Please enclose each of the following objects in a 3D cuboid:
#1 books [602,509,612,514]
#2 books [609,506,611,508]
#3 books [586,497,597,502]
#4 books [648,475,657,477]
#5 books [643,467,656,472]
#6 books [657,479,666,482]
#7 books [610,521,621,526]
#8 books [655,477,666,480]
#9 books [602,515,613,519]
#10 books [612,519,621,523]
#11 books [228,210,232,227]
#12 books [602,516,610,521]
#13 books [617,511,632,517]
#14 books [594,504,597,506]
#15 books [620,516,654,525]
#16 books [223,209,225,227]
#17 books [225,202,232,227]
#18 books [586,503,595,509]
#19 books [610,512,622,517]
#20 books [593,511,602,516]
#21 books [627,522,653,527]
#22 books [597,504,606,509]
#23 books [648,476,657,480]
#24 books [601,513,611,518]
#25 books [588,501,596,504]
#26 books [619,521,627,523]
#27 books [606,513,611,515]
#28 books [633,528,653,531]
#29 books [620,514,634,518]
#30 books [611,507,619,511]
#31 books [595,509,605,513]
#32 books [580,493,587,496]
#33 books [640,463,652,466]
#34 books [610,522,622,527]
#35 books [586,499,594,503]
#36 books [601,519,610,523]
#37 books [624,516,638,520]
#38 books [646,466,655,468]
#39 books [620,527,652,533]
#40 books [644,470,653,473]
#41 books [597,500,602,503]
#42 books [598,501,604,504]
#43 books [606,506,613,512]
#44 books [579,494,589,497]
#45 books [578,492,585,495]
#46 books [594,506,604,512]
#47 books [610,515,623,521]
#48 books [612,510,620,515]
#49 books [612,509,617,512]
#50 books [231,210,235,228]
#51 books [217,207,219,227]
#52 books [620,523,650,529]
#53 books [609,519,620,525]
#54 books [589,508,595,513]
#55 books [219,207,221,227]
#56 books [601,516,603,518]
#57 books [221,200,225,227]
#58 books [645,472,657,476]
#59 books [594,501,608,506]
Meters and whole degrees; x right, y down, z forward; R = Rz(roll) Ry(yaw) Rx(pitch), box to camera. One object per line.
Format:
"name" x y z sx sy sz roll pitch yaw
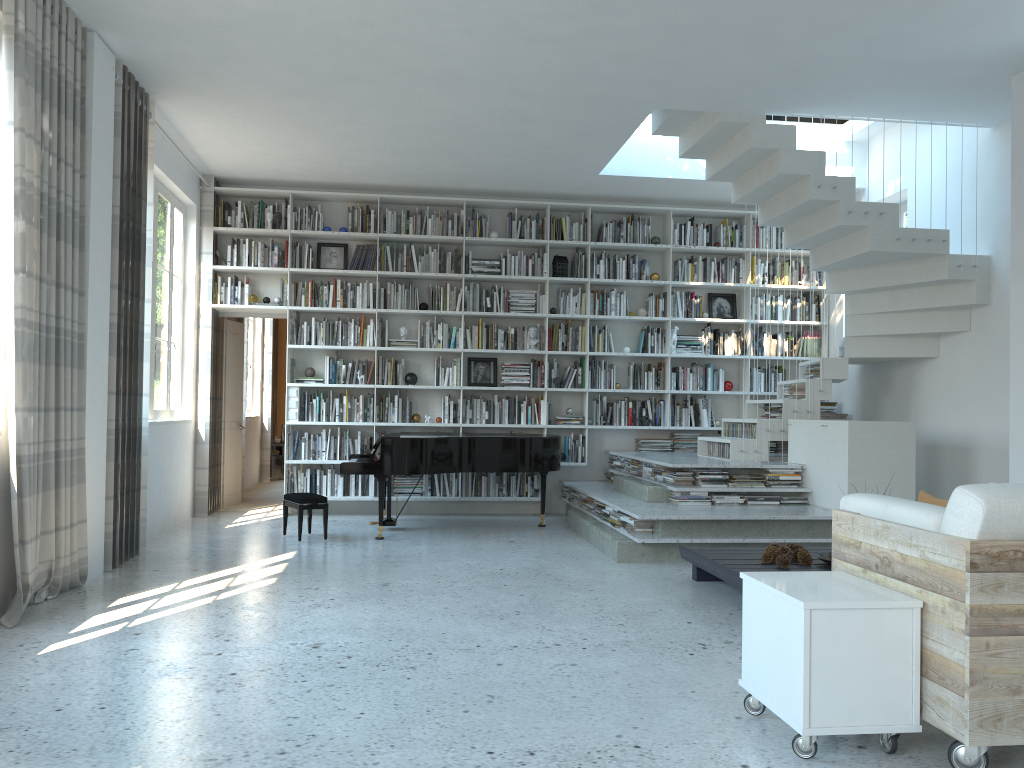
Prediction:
"books" 0.833 1.017 7.068 0.180 0.017 0.182 1 -2 -10
"books" 0.846 0.975 7.070 0.139 0.013 0.288 1 -2 -2
"books" 0.755 0.999 7.679 0.179 0.012 0.249 1 -2 -10
"books" 1.282 0.800 7.713 0.136 0.013 0.258 1 -2 -7
"books" 1.260 0.740 7.711 0.174 0.029 0.250 1 -2 -9
"books" 1.307 0.804 7.408 0.142 0.020 0.231 1 -2 -2
"books" 0.870 1.062 6.769 0.178 0.009 0.276 1 -2 -9
"books" 1.304 0.791 7.407 0.154 0.007 0.292 1 -2 -4
"books" 0.834 1.059 7.068 0.180 0.008 0.267 1 -2 -8
"books" 0.879 1.049 6.770 0.170 0.006 0.268 1 -2 -7
"books" -2.731 -1.576 8.618 0.028 0.186 0.182 1 -1 -7
"books" 0.838 1.075 7.068 0.171 0.005 0.297 1 -2 -8
"books" 0.899 0.947 6.467 0.192 0.014 0.256 1 -2 -11
"books" 0.770 1.033 7.681 0.155 0.009 0.297 1 -2 -6
"books" 0.912 0.993 6.468 0.156 0.027 0.287 1 -2 -12
"books" -2.782 -1.581 8.616 0.024 0.195 0.167 1 -1 -7
"books" -2.757 -1.618 8.615 0.025 0.269 0.177 1 -1 -7
"books" 0.757 1.057 7.678 0.182 0.013 0.287 1 -2 -6
"books" 0.869 1.000 6.769 0.168 0.013 0.281 1 -2 -12
"books" 0.786 1.075 7.370 0.189 0.009 0.291 1 -2 -4
"books" 0.932 1.016 6.470 0.137 0.019 0.224 1 -2 -6
"books" 0.810 1.018 7.373 0.142 0.017 0.239 1 -2 -11
"books" 1.273 0.815 7.711 0.132 0.016 0.262 1 -2 -2
"books" 0.829 1.049 7.067 0.189 0.013 0.215 1 -2 -9
"books" 0.766 1.024 7.680 0.169 0.009 0.241 1 -2 -7
"books" 0.887 1.039 6.771 0.154 0.014 0.196 1 -2 -7
"books" 0.835 1.029 7.068 0.171 0.007 0.260 1 -2 -4
"books" 0.936 1.050 6.470 0.132 0.014 0.205 1 -2 -7
"books" 0.906 0.959 6.468 0.176 0.010 0.266 1 -2 -11
"books" 0.868 0.953 6.770 0.182 0.016 0.256 1 -2 -4
"books" 0.796 1.057 7.371 0.177 0.011 0.220 1 -2 -5
"books" 0.724 0.992 7.988 0.174 0.011 0.227 1 -2 -8
"books" 1.248 0.701 7.710 0.192 0.014 0.256 1 -2 -11
"books" 0.860 1.074 6.767 0.191 0.016 0.209 1 -2 -2
"books" 0.758 1.012 7.679 0.165 0.014 0.236 1 -2 -12
"books" 0.822 1.088 7.066 0.193 0.005 0.225 1 -2 -11
"books" 0.912 0.972 6.468 0.165 0.015 0.243 1 -2 -3
"books" 1.271 0.717 7.712 0.145 0.017 0.208 1 -2 -12
"books" 0.906 1.065 6.466 0.184 0.017 0.230 1 -2 -5
"books" 1.254 0.762 7.710 0.178 0.015 0.187 1 -2 -2
"books" 0.808 0.977 7.374 0.160 0.008 0.239 1 -2 -6
"books" 0.811 0.984 7.374 0.157 0.007 0.268 1 -2 -7
"books" 0.848 0.995 7.070 0.141 0.028 0.222 1 -2 -12
"books" 0.721 1.006 7.987 0.171 0.015 0.253 1 -2 -10
"books" 0.709 0.984 7.986 0.193 0.005 0.225 1 -2 -11
"books" 0.798 1.039 7.372 0.160 0.025 0.244 1 -2 -12
"books" 0.867 1.024 6.769 0.191 0.015 0.246 1 -2 -6
"books" 0.877 0.982 6.771 0.175 0.006 0.251 1 -2 -7
"books" 0.868 0.966 6.770 0.178 0.010 0.196 1 -2 -2
"books" -2.705 -1.579 8.647 0.031 0.195 0.145 1 -1 -7
"books" -2.845 -1.598 8.625 0.024 0.228 0.130 1 -1 -7
"books" 0.900 1.033 6.466 0.187 0.017 0.205 1 -2 -2
"books" 0.864 1.054 6.768 0.191 0.006 0.275 1 -2 -5
"books" 0.759 1.095 7.678 0.161 0.008 0.254 1 -2 -2
"books" -2.820 -1.596 8.618 0.023 0.223 0.151 1 -1 -7
"books" 0.807 1.093 7.372 0.142 0.012 0.291 1 -2 -3
"books" -2.800 -1.627 8.612 0.014 0.286 0.175 1 -1 -7
"books" 1.265 0.782 7.711 0.167 0.024 0.192 1 -2 -6
"books" 0.797 0.994 7.372 0.170 0.014 0.281 1 -2 -10
